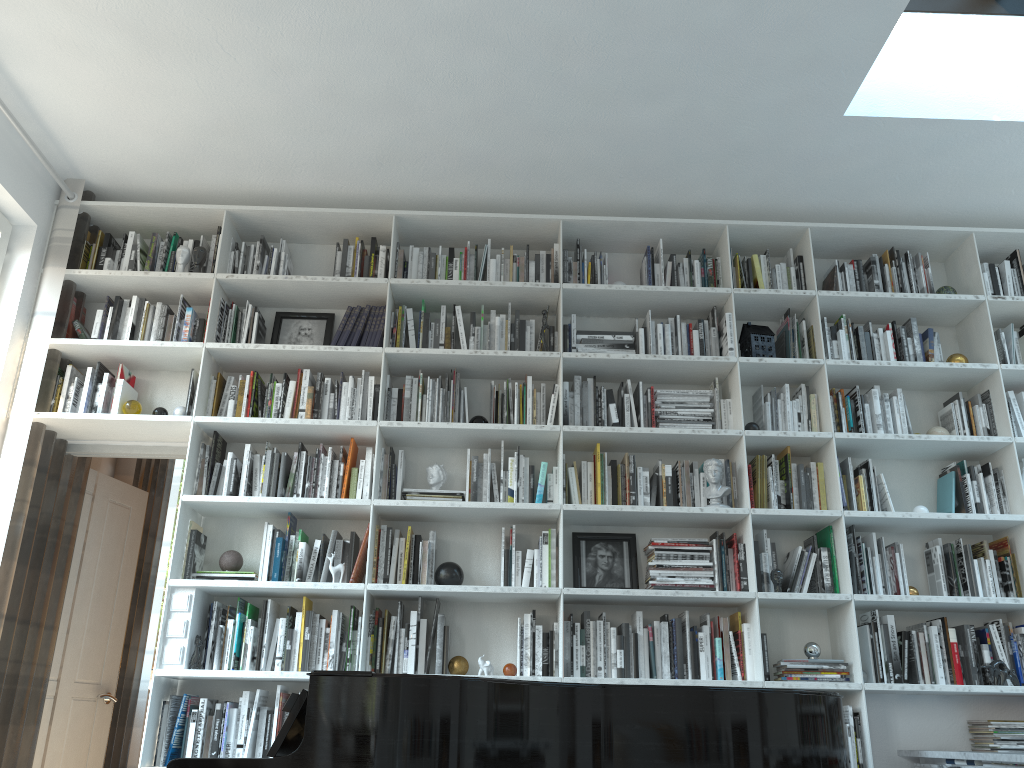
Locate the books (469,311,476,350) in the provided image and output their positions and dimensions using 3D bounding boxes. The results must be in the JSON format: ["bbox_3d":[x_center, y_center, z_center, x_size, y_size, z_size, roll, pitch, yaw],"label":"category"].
[{"bbox_3d":[-0.198,-0.206,4.437,0.027,0.264,0.169,1,-21,-1],"label":"books"}]

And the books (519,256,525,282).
[{"bbox_3d":[0.047,-0.521,4.537,0.026,0.199,0.188,1,-21,-1],"label":"books"}]

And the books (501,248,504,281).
[{"bbox_3d":[-0.051,-0.545,4.573,0.014,0.268,0.157,1,-21,-1],"label":"books"}]

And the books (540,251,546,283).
[{"bbox_3d":[0.154,-0.535,4.578,0.029,0.260,0.152,1,-21,-1],"label":"books"}]

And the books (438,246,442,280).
[{"bbox_3d":[-0.370,-0.555,4.557,0.010,0.263,0.161,1,-21,-1],"label":"books"}]

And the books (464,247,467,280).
[{"bbox_3d":[-0.238,-0.547,4.555,0.013,0.250,0.184,1,-21,-1],"label":"books"}]

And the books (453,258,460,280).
[{"bbox_3d":[-0.285,-0.521,4.555,0.030,0.200,0.152,1,-21,-1],"label":"books"}]

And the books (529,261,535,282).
[{"bbox_3d":[0.098,-0.508,4.546,0.031,0.184,0.177,1,-21,-1],"label":"books"}]

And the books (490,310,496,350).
[{"bbox_3d":[-0.098,-0.212,4.447,0.026,0.285,0.138,1,-21,-1],"label":"books"}]

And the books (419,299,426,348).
[{"bbox_3d":[-0.445,-0.242,4.426,0.012,0.313,0.172,1,-21,-1],"label":"books"}]

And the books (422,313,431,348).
[{"bbox_3d":[-0.424,-0.207,4.415,0.031,0.241,0.182,1,-21,-1],"label":"books"}]

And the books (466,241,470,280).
[{"bbox_3d":[-0.226,-0.567,4.566,0.010,0.297,0.151,1,-21,-1],"label":"books"}]

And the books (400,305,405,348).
[{"bbox_3d":[-0.546,-0.230,4.453,0.014,0.307,0.130,1,-21,-1],"label":"books"}]

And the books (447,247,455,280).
[{"bbox_3d":[-0.314,-0.549,4.574,0.028,0.267,0.152,1,-21,-1],"label":"books"}]

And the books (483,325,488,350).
[{"bbox_3d":[-0.134,-0.173,4.446,0.024,0.211,0.128,1,-21,-1],"label":"books"}]

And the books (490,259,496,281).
[{"bbox_3d":[-0.099,-0.513,4.549,0.031,0.189,0.182,1,-21,-1],"label":"books"}]

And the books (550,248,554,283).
[{"bbox_3d":[0.202,-0.541,4.568,0.014,0.266,0.172,1,-21,-1],"label":"books"}]

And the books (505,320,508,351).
[{"bbox_3d":[-0.030,-0.187,4.430,0.013,0.230,0.142,1,-21,-1],"label":"books"}]

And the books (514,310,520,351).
[{"bbox_3d":[0.023,-0.209,4.454,0.022,0.289,0.147,1,-21,-1],"label":"books"}]

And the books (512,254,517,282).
[{"bbox_3d":[0.010,-0.529,4.555,0.021,0.227,0.161,1,-21,-1],"label":"books"}]

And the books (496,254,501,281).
[{"bbox_3d":[-0.071,-0.531,4.565,0.026,0.235,0.135,1,-21,-1],"label":"books"}]

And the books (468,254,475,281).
[{"bbox_3d":[-0.208,-0.533,4.566,0.029,0.234,0.130,1,-21,-1],"label":"books"}]

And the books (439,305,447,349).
[{"bbox_3d":[-0.345,-0.226,4.432,0.023,0.292,0.156,1,-21,-1],"label":"books"}]

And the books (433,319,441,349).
[{"bbox_3d":[-0.371,-0.192,4.418,0.029,0.218,0.158,1,-21,-1],"label":"books"}]

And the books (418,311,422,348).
[{"bbox_3d":[-0.457,-0.213,4.424,0.011,0.259,0.158,1,-21,-1],"label":"books"}]

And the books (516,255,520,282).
[{"bbox_3d":[0.028,-0.523,4.540,0.013,0.206,0.178,1,-21,-1],"label":"books"}]

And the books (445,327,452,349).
[{"bbox_3d":[-0.318,-0.169,4.421,0.034,0.179,0.160,1,-21,-1],"label":"books"}]

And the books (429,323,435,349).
[{"bbox_3d":[-0.398,-0.182,4.421,0.024,0.200,0.154,1,-21,-1],"label":"books"}]

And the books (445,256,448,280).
[{"bbox_3d":[-0.335,-0.525,4.566,0.012,0.215,0.151,1,-21,-1],"label":"books"}]

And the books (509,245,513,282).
[{"bbox_3d":[-0.007,-0.550,4.555,0.014,0.265,0.193,1,-21,-1],"label":"books"}]

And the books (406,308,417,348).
[{"bbox_3d":[-0.496,-0.218,4.433,0.067,0.273,0.168,1,-21,-1],"label":"books"}]

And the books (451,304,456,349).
[{"bbox_3d":[-0.293,-0.229,4.453,0.013,0.314,0.135,1,-21,-1],"label":"books"}]

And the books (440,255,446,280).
[{"bbox_3d":[-0.353,-0.531,4.576,0.025,0.234,0.130,1,-21,-1],"label":"books"}]

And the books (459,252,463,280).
[{"bbox_3d":[-0.263,-0.537,4.558,0.013,0.233,0.155,1,-21,-1],"label":"books"}]

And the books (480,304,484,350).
[{"bbox_3d":[-0.150,-0.228,4.439,0.012,0.306,0.145,1,-21,-1],"label":"books"}]

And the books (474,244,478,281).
[{"bbox_3d":[-0.186,-0.557,4.560,0.013,0.275,0.165,1,-21,-1],"label":"books"}]

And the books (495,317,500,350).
[{"bbox_3d":[-0.074,-0.192,4.415,0.021,0.225,0.192,1,-21,-1],"label":"books"}]

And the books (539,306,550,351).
[{"bbox_3d":[0.153,-0.219,4.439,0.058,0.301,0.175,1,-21,-1],"label":"books"}]

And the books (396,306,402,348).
[{"bbox_3d":[-0.559,-0.226,4.429,0.013,0.282,0.159,1,-21,-1],"label":"books"}]

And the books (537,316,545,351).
[{"bbox_3d":[0.138,-0.201,4.432,0.055,0.262,0.167,1,-21,-1],"label":"books"}]

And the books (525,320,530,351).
[{"bbox_3d":[0.075,-0.182,4.428,0.022,0.221,0.161,1,-21,-1],"label":"books"}]

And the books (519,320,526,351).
[{"bbox_3d":[0.049,-0.182,4.423,0.030,0.217,0.183,1,-21,-1],"label":"books"}]

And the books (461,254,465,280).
[{"bbox_3d":[-0.251,-0.530,4.548,0.011,0.215,0.160,1,-21,-1],"label":"books"}]

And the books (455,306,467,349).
[{"bbox_3d":[-0.248,-0.223,4.425,0.075,0.284,0.179,1,-21,-1],"label":"books"}]

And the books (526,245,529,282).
[{"bbox_3d":[0.077,-0.553,4.569,0.013,0.284,0.160,1,-21,-1],"label":"books"}]

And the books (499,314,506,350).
[{"bbox_3d":[-0.050,-0.201,4.439,0.028,0.260,0.136,1,-21,-1],"label":"books"}]

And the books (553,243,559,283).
[{"bbox_3d":[0.223,-0.553,4.568,0.026,0.287,0.176,1,-21,-1],"label":"books"}]

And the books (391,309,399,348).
[{"bbox_3d":[-0.577,-0.219,4.410,0.023,0.255,0.175,1,-21,-1],"label":"books"}]

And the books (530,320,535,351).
[{"bbox_3d":[0.097,-0.183,4.445,0.024,0.236,0.153,1,-21,-1],"label":"books"}]

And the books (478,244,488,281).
[{"bbox_3d":[-0.154,-0.555,4.557,0.052,0.271,0.173,1,-21,-1],"label":"books"}]

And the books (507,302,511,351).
[{"bbox_3d":[-0.016,-0.229,4.436,0.011,0.312,0.184,1,-21,-1],"label":"books"}]

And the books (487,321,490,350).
[{"bbox_3d":[-0.116,-0.181,4.421,0.010,0.207,0.174,1,-21,-1],"label":"books"}]

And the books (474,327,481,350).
[{"bbox_3d":[-0.171,-0.169,4.416,0.028,0.179,0.169,1,-21,-1],"label":"books"}]

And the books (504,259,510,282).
[{"bbox_3d":[-0.030,-0.516,4.571,0.029,0.212,0.142,1,-21,-1],"label":"books"}]

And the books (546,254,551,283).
[{"bbox_3d":[0.182,-0.525,4.552,0.026,0.224,0.173,1,-21,-1],"label":"books"}]

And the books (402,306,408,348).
[{"bbox_3d":[-0.534,-0.228,4.428,0.010,0.286,0.149,1,-21,-1],"label":"books"}]

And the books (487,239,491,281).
[{"bbox_3d":[-0.121,-0.569,4.578,0.014,0.314,0.166,1,-21,-1],"label":"books"}]

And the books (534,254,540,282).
[{"bbox_3d":[0.127,-0.528,4.565,0.026,0.236,0.149,1,-21,-1],"label":"books"}]

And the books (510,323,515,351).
[{"bbox_3d":[0.000,-0.175,4.438,0.024,0.212,0.150,1,-21,-1],"label":"books"}]
